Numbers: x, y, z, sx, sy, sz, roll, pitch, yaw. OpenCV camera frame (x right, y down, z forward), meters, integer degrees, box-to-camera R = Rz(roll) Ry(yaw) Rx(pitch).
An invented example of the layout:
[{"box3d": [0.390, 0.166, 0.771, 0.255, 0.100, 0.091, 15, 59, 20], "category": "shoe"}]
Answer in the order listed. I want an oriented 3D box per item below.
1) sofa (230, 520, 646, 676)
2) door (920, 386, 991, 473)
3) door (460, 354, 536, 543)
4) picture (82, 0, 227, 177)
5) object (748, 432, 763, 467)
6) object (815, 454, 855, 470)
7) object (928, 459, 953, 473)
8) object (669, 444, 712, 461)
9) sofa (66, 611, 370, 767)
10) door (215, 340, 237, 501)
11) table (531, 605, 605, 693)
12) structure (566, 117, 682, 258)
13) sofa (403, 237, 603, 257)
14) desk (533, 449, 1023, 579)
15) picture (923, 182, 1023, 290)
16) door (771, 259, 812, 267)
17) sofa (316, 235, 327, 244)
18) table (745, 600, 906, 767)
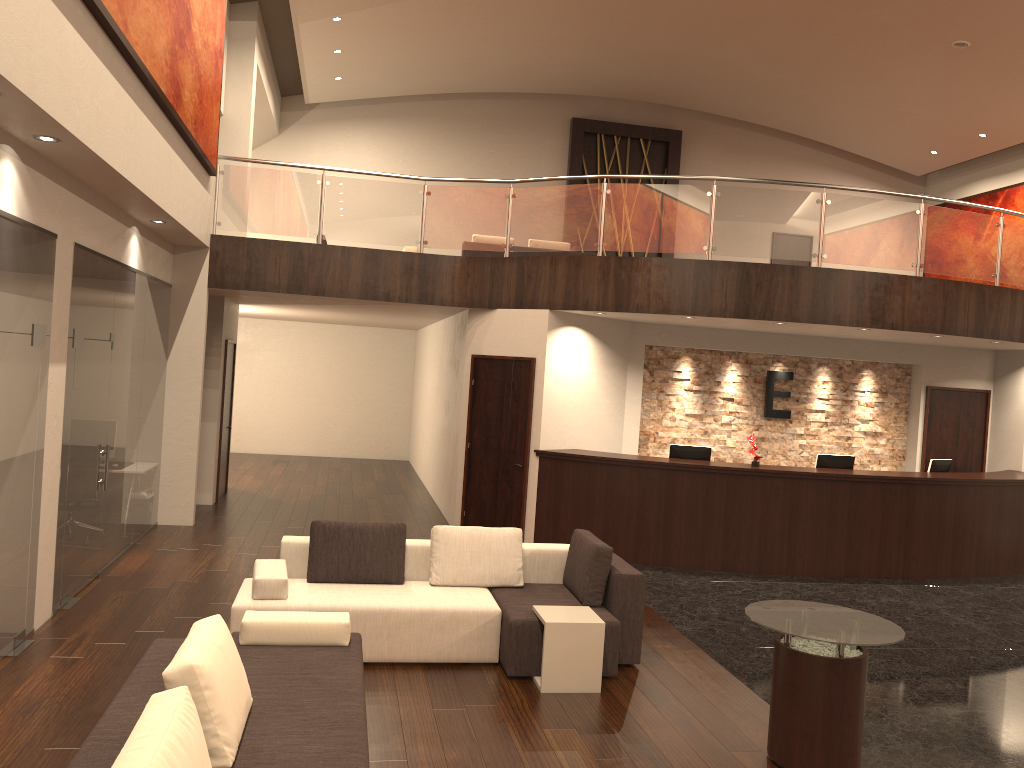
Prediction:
[{"box3d": [-0.517, 1.500, 6.433, 2.846, 0.862, 1.291, 4, 1, -11], "category": "sofa"}, {"box3d": [6.148, 1.169, 12.380, 0.990, 2.232, 0.104, 4, 1, -11], "category": "door"}, {"box3d": [-0.173, 0.777, 10.685, 0.990, 2.232, 0.104, 4, 1, 40], "category": "door"}, {"box3d": [-2.704, -3.532, 6.852, 0.070, 2.526, 6.485, 4, 1, -11], "category": "picture"}, {"box3d": [2.754, 0.736, 10.011, 0.163, 0.390, 0.165, 4, 1, -3], "category": "object"}, {"box3d": [3.812, 1.078, 10.486, 0.483, 0.485, 0.189, 4, 1, -11], "category": "object"}, {"box3d": [5.280, 1.169, 10.946, 0.483, 0.485, 0.189, 3, 1, -36], "category": "object"}, {"box3d": [2.086, 0.965, 10.433, 0.483, 0.485, 0.189, 4, 1, 4], "category": "object"}, {"box3d": [-0.336, 1.549, 3.812, 2.586, 0.862, 3.366, 4, 1, -11], "category": "sofa"}, {"box3d": [-4.104, 0.490, 12.686, 0.104, 2.232, 0.990, 4, 1, -11], "category": "door"}, {"box3d": [0.360, 1.768, 5.936, 0.400, 0.460, 0.400, 4, 1, -11], "category": "table"}, {"box3d": [2.402, -3.612, 19.635, 2.524, 4.236, 0.187, 4, 1, -11], "category": "structure"}, {"box3d": [-0.377, -2.048, 15.661, 3.366, 0.862, 2.586, 4, 1, -11], "category": "sofa"}, {"box3d": [3.767, 1.568, 10.675, 7.146, 1.171, 1.674, 4, 1, -9], "category": "desk"}, {"box3d": [10.163, -2.847, 18.695, 0.070, 2.526, 4.515, 4, 1, -11], "category": "picture"}, {"box3d": [6.425, -2.352, 20.517, 0.990, 2.232, 0.104, 4, 1, -11], "category": "door"}, {"box3d": [-2.225, -2.186, 16.837, 3.366, 0.862, 2.586, 4, 1, -11], "category": "sofa"}, {"box3d": [1.687, 1.700, 4.894, 0.833, 0.795, 0.844, 4, 1, 28], "category": "table"}]
